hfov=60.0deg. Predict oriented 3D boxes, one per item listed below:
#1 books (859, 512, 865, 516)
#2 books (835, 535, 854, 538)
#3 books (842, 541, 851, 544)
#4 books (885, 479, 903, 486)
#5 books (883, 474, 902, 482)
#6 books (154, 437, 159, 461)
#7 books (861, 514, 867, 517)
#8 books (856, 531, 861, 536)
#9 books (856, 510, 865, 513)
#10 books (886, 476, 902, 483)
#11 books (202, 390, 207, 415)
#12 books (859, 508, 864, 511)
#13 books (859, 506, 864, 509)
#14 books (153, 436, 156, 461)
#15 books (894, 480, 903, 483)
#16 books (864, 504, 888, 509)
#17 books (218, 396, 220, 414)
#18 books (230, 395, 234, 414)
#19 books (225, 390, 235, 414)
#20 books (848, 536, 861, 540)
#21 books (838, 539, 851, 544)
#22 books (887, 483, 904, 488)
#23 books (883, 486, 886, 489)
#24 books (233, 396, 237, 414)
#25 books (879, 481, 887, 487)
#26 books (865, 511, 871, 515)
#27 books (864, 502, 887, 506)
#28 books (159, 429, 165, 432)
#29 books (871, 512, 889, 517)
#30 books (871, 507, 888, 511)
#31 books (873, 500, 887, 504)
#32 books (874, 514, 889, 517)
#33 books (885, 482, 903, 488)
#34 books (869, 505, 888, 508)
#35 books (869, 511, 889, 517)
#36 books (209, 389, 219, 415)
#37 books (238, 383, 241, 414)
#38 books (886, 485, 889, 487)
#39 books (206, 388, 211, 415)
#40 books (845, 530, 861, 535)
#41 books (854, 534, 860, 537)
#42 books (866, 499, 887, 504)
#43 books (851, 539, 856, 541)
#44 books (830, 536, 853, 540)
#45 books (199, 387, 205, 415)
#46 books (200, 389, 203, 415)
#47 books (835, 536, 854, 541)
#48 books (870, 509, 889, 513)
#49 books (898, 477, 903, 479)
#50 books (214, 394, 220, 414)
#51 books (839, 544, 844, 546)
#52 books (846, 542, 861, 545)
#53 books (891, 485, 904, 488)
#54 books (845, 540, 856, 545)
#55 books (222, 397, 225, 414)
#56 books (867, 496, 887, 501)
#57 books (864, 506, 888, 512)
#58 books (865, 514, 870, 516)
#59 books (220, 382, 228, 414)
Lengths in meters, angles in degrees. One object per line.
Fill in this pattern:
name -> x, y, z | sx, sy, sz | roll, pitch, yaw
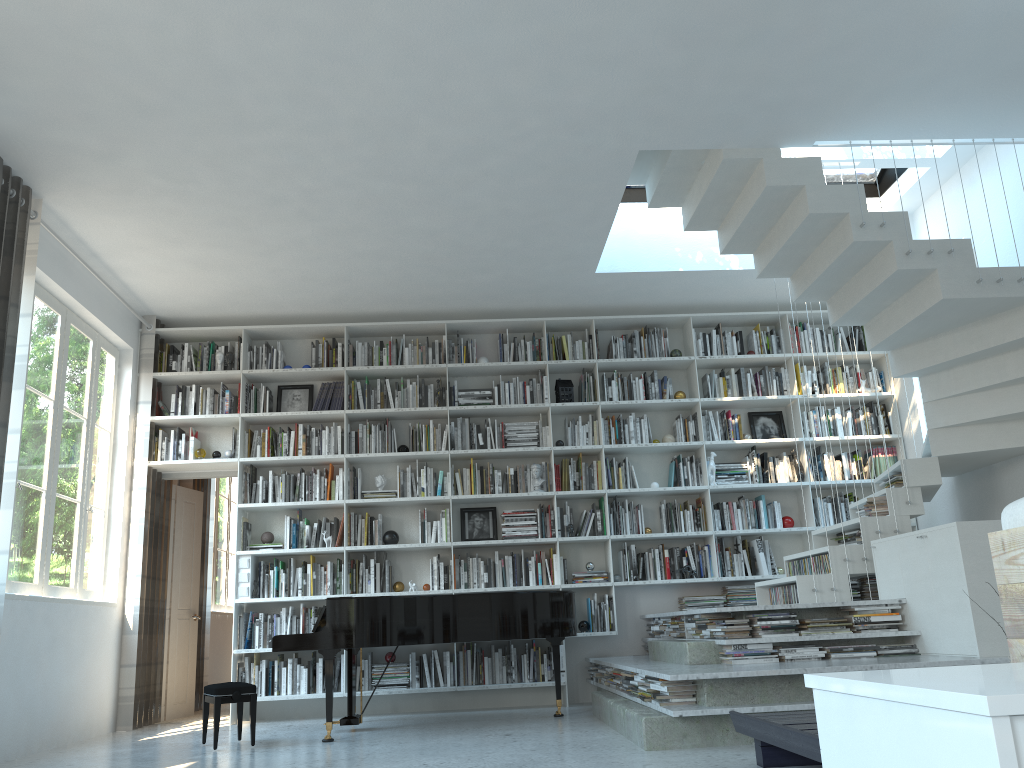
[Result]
books -> 2.631, 0.925, 6.400 | 0.149, 0.016, 0.240 | -1, -16, -5
books -> 2.440, 1.091, 6.364 | 0.160, 0.012, 0.195 | -1, -16, -6
books -> 2.454, 1.137, 6.353 | 0.132, 0.010, 0.198 | -3, -16, 0
books -> 2.716, 0.677, 6.150 | 0.176, 0.007, 0.255 | -4, -16, 4
books -> 2.710, 0.649, 6.158 | 0.191, 0.013, 0.244 | -5, -16, 7
books -> -2.890, 0.563, 7.263 | 0.013, 0.221, 0.163 | -2, -15, -3
books -> 2.637, 0.942, 6.396 | 0.143, 0.019, 0.231 | -2, -16, -4
books -> 2.376, 0.981, 5.869 | 0.169, 0.014, 0.213 | -7, -16, 16
books -> 2.614, 0.913, 6.403 | 0.173, 0.011, 0.204 | 0, -16, -8
books -> 2.719, 0.658, 6.154 | 0.174, 0.009, 0.240 | -4, -16, 5
books -> -2.541, 0.187, 7.380 | 0.021, 0.243, 0.174 | -2, -15, -3
books -> 2.624, 0.900, 6.407 | 0.157, 0.014, 0.181 | -1, -16, -7
books -> 2.626, 0.886, 6.410 | 0.157, 0.014, 0.181 | -1, -16, -5
books -> -2.904, 0.560, 7.262 | 0.013, 0.227, 0.179 | -2, -15, -3
books -> 2.727, 0.686, 6.146 | 0.154, 0.014, 0.197 | -5, -16, 9
books -> 2.498, 0.804, 5.882 | 0.295, 0.007, 0.146 | -11, -17, 26
books -> -2.421, 0.212, 7.404 | 0.029, 0.197, 0.144 | -2, -15, -3
books -> -2.320, 0.209, 7.408 | 0.029, 0.195, 0.146 | -2, -15, -3
books -> -2.349, 0.186, 7.383 | 0.029, 0.228, 0.192 | -2, -15, -3
books -> 2.439, 1.065, 6.139 | 0.189, 0.012, 0.156 | -3, -16, -1
books -> 2.446, 1.122, 6.356 | 0.140, 0.022, 0.182 | 0, -16, -10
books -> 2.709, 0.710, 6.142 | 0.191, 0.014, 0.244 | -5, -16, 9
books -> 2.796, 0.739, 6.431 | 0.168, 0.005, 0.292 | -7, -16, 14
books -> -2.292, 0.208, 7.395 | 0.026, 0.187, 0.154 | -2, -15, -3
books -> 2.789, 0.713, 6.439 | 0.190, 0.015, 0.231 | -6, -16, 10
books -> 2.563, 0.872, 6.116 | 0.178, 0.035, 0.222 | -3, -16, 1
books -> 2.497, 0.797, 5.884 | 0.295, 0.007, 0.146 | -12, -18, 30
books -> -2.880, 0.529, 7.296 | 0.013, 0.302, 0.135 | -2, -15, -3
books -> 2.509, 0.865, 5.881 | 0.215, 0.013, 0.189 | -11, -18, 28
books -> 2.499, 0.831, 5.875 | 0.215, 0.014, 0.138 | -10, -17, 23
books -> 2.506, 0.789, 5.902 | 0.184, 0.016, 0.179 | -10, -17, 24
books -> 2.512, 0.878, 5.882 | 0.206, 0.012, 0.183 | -10, -17, 23
books -> 2.716, 0.698, 6.144 | 0.187, 0.009, 0.261 | -5, -16, 6
books -> 2.506, 0.816, 5.893 | 0.232, 0.011, 0.172 | -13, -18, 32
books -> 2.513, 0.858, 5.892 | 0.254, 0.007, 0.189 | -10, -17, 23
books -> -2.479, 0.181, 7.382 | 0.030, 0.250, 0.166 | -2, -15, -3
books -> -2.261, 0.156, 7.412 | 0.014, 0.293, 0.173 | -2, -15, -3
books -> 2.797, 0.746, 6.429 | 0.162, 0.008, 0.290 | -7, -16, 15
books -> -2.507, 0.177, 7.382 | 0.025, 0.260, 0.167 | -2, -15, -3
books -> 2.439, 1.028, 6.149 | 0.177, 0.014, 0.194 | 0, -16, -9
books -> 2.464, 1.042, 6.146 | 0.133, 0.017, 0.179 | -3, -16, 0
books -> 2.497, 0.776, 5.892 | 0.254, 0.005, 0.161 | -11, -18, 28
books -> 2.454, 1.077, 6.137 | 0.149, 0.013, 0.220 | -3, -16, 2
books -> 2.420, 1.101, 6.361 | 0.198, 0.006, 0.189 | -1, -16, -7
books -> -2.570, 0.176, 7.381 | 0.013, 0.268, 0.162 | -2, -15, -3
books -> -2.557, 0.185, 7.379 | 0.012, 0.248, 0.192 | -2, -15, -3
books -> 2.439, 1.107, 6.360 | 0.159, 0.009, 0.208 | -1, -16, -7
books -> 2.506, 0.846, 5.883 | 0.222, 0.011, 0.180 | -11, -17, 27
books -> 2.729, 0.667, 6.151 | 0.144, 0.011, 0.257 | -4, -16, 3
books -> -2.450, 0.204, 7.396 | 0.028, 0.211, 0.139 | -2, -15, -3
books -> 2.448, 1.150, 6.349 | 0.145, 0.015, 0.166 | 0, -16, -9
books -> 2.443, 1.104, 6.129 | 0.175, 0.016, 0.208 | 0, -16, -9
books -> 2.710, 0.723, 6.139 | 0.182, 0.013, 0.288 | -6, -16, 10
books -> 2.442, 1.090, 6.132 | 0.184, 0.013, 0.226 | -1, -16, -6
books -> -2.379, 0.216, 7.396 | 0.031, 0.182, 0.151 | -2, -15, -3
books -> 2.501, 0.764, 5.902 | 0.234, 0.025, 0.158 | -13, -19, 33
books -> 2.499, 0.821, 5.878 | 0.295, 0.006, 0.147 | -12, -18, 30
books -> 2.564, 0.893, 6.114 | 0.188, 0.005, 0.182 | -2, -16, -3
books -> -2.403, 0.154, 7.395 | 0.012, 0.302, 0.189 | -2, -15, -3
